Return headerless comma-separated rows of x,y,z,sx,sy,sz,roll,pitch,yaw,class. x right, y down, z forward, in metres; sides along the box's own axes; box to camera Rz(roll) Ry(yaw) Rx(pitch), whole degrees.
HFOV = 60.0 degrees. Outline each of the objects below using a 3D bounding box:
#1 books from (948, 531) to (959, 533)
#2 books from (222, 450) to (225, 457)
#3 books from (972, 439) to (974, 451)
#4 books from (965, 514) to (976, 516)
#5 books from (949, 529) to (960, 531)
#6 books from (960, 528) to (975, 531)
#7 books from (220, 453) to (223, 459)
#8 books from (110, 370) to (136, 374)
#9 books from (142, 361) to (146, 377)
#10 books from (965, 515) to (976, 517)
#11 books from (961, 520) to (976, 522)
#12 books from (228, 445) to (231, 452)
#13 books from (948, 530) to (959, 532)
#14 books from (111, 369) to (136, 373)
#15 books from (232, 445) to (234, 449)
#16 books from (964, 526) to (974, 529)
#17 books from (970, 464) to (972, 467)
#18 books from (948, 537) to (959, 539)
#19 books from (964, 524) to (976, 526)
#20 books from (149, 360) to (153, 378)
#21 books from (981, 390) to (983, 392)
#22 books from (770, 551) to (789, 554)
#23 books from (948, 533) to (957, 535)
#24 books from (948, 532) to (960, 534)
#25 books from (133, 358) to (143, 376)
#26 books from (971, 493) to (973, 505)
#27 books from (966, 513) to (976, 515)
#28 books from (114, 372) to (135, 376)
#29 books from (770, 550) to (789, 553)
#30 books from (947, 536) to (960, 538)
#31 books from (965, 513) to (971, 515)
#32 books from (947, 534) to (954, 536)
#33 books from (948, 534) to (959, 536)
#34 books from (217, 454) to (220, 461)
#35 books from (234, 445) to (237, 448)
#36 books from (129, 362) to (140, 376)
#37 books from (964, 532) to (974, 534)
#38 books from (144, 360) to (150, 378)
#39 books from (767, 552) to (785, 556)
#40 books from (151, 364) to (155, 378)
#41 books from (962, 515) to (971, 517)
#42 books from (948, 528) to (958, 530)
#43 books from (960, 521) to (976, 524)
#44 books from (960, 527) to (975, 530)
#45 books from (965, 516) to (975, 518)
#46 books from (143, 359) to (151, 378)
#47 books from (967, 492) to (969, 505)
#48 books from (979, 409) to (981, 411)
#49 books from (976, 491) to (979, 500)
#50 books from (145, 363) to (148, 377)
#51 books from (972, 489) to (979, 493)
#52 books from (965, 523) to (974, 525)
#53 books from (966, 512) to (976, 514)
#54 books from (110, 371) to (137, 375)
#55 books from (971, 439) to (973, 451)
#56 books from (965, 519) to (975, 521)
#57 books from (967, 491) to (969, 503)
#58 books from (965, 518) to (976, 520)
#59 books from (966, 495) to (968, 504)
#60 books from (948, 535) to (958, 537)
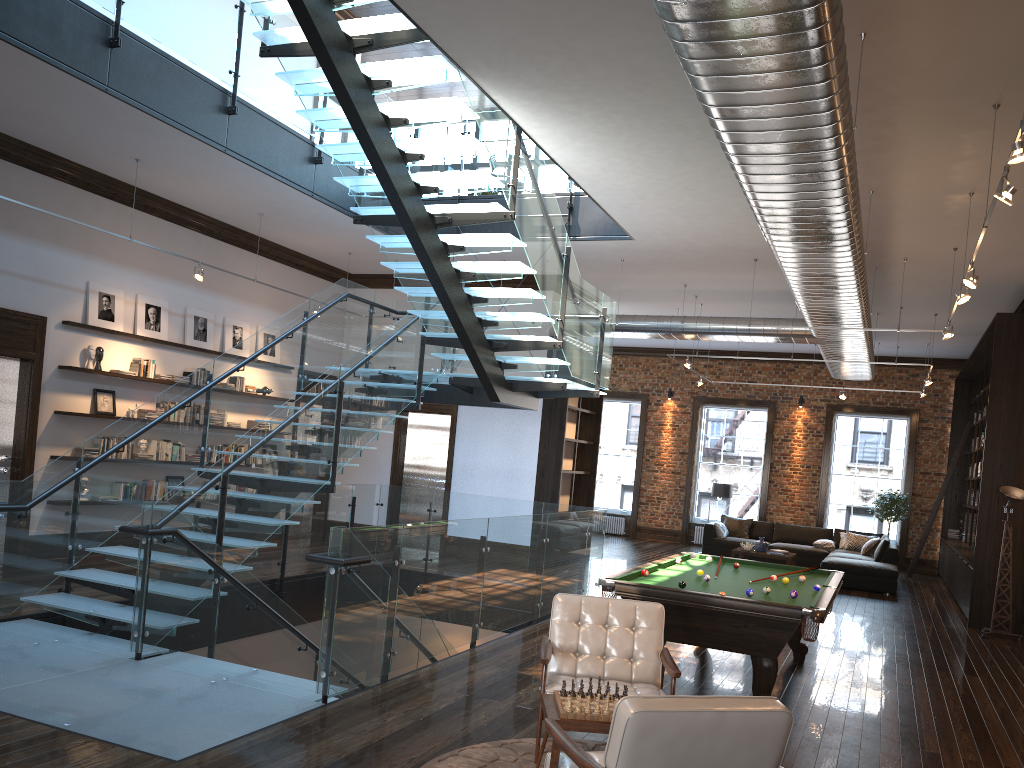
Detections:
8.842,2.962,17.770,0.185,0.013,0.273,3,-5,25,books
-4.043,0.980,12.313,0.141,0.224,0.014,5,0,23,books
9.107,1.223,17.346,0.178,0.286,0.024,5,0,23,books
9.078,2.596,17.618,0.239,0.007,0.320,4,-5,19,books
8.854,2.929,17.766,0.199,0.020,0.212,3,-5,27,books
9.054,2.889,17.623,0.245,0.008,0.309,3,-5,20,books
-4.056,0.969,12.256,0.135,0.235,0.014,5,0,23,books
-4.665,-0.141,10.634,0.141,0.011,0.256,3,-5,25,books
-4.551,-0.186,10.844,0.163,0.198,0.029,4,0,23,books
9.092,2.612,17.611,0.207,0.021,0.248,4,-5,18,books
9.069,2.722,17.617,0.240,0.019,0.229,4,-5,18,books
-4.000,0.972,12.379,0.127,0.259,0.036,5,0,23,books
8.853,2.945,17.766,0.199,0.012,0.220,3,-5,27,books
-4.664,-0.152,10.634,0.142,0.011,0.256,3,-5,21,books
-3.969,0.979,12.448,0.144,0.260,0.019,5,0,23,books
9.083,2.850,17.612,0.183,0.034,0.272,3,-5,29,books
9.121,1.734,17.478,0.186,0.297,0.016,5,0,23,books
8.840,3.076,17.768,0.206,0.013,0.281,3,-5,24,books
9.080,2.797,17.610,0.209,0.015,0.308,3,-5,21,books
-4.511,-0.187,10.978,0.111,0.229,0.024,5,0,23,books
8.803,0.146,16.396,0.216,0.018,0.378,3,-5,21,books
4.729,2.987,15.702,0.263,0.024,0.205,8,-5,-32,books
8.830,3.004,17.774,0.158,0.011,0.252,3,-5,27,books
8.850,2.976,17.767,0.204,0.015,0.266,3,-5,21,books
-4.574,-0.206,10.821,0.142,0.228,0.014,5,0,23,books
8.849,2.205,16.946,0.212,0.233,0.019,4,0,23,books
9.113,2.576,17.604,0.177,0.013,0.358,3,-5,25,books
-4.669,-0.120,10.635,0.141,0.011,0.256,3,-5,22,books
4.731,2.960,15.694,0.263,0.028,0.205,8,-5,-34,books
8.847,3.064,17.765,0.210,0.011,0.273,3,-5,20,books
9.115,2.589,17.602,0.180,0.012,0.308,3,-5,22,books
8.824,3.032,17.776,0.170,0.008,0.261,3,-5,23,books
8.844,3.020,17.768,0.199,0.019,0.256,3,-5,25,books
-4.078,0.966,12.217,0.115,0.229,0.025,5,0,23,books
-3.933,0.988,12.503,0.160,0.259,0.019,5,0,23,books
-4.596,-0.183,10.795,0.128,0.175,0.050,5,0,23,books
8.865,2.891,17.218,0.177,0.005,0.258,4,-5,18,books
-4.524,-0.190,10.887,0.163,0.216,0.012,5,0,23,books
4.578,2.949,15.389,0.262,0.024,0.206,5,-5,1,books
-4.500,-0.159,11.005,0.131,0.178,0.035,5,0,23,books
9.079,2.624,17.616,0.250,0.006,0.272,3,-5,22,books
8.847,2.915,17.770,0.183,0.008,0.306,3,-5,25,books
9.066,2.746,17.618,0.260,0.028,0.317,3,-5,23,books
9.061,2.875,17.621,0.249,0.020,0.319,3,-5,23,books
9.099,2.644,17.607,0.183,0.030,0.266,3,-5,29,books
-4.521,-0.192,10.933,0.132,0.228,0.025,5,0,23,books
9.141,2.267,17.584,0.176,0.266,0.026,5,0,23,books
9.015,0.651,16.980,0.167,0.338,0.016,5,0,23,books
8.805,2.160,16.742,0.129,0.282,0.030,5,0,23,books
-4.542,-0.173,10.872,0.157,0.177,0.029,4,0,23,books
8.915,2.184,17.051,0.165,0.304,0.013,5,0,23,books
9.069,2.782,17.615,0.238,0.015,0.250,3,-5,25,books
9.095,2.563,17.612,0.208,0.010,0.353,3,-5,27,books
-4.664,-0.130,10.633,0.140,0.011,0.288,3,-5,21,books
9.262,1.259,17.677,0.176,0.295,0.041,5,0,23,books
9.088,2.700,17.610,0.209,0.007,0.308,3,-5,25,books
9.143,2.271,17.605,0.173,0.262,0.015,5,0,23,books
9.096,2.678,17.608,0.203,0.020,0.319,3,-5,24,books
9.199,2.323,17.748,0.176,0.190,0.032,4,0,23,books
8.834,3.041,17.771,0.170,0.009,0.256,3,-5,29,books
